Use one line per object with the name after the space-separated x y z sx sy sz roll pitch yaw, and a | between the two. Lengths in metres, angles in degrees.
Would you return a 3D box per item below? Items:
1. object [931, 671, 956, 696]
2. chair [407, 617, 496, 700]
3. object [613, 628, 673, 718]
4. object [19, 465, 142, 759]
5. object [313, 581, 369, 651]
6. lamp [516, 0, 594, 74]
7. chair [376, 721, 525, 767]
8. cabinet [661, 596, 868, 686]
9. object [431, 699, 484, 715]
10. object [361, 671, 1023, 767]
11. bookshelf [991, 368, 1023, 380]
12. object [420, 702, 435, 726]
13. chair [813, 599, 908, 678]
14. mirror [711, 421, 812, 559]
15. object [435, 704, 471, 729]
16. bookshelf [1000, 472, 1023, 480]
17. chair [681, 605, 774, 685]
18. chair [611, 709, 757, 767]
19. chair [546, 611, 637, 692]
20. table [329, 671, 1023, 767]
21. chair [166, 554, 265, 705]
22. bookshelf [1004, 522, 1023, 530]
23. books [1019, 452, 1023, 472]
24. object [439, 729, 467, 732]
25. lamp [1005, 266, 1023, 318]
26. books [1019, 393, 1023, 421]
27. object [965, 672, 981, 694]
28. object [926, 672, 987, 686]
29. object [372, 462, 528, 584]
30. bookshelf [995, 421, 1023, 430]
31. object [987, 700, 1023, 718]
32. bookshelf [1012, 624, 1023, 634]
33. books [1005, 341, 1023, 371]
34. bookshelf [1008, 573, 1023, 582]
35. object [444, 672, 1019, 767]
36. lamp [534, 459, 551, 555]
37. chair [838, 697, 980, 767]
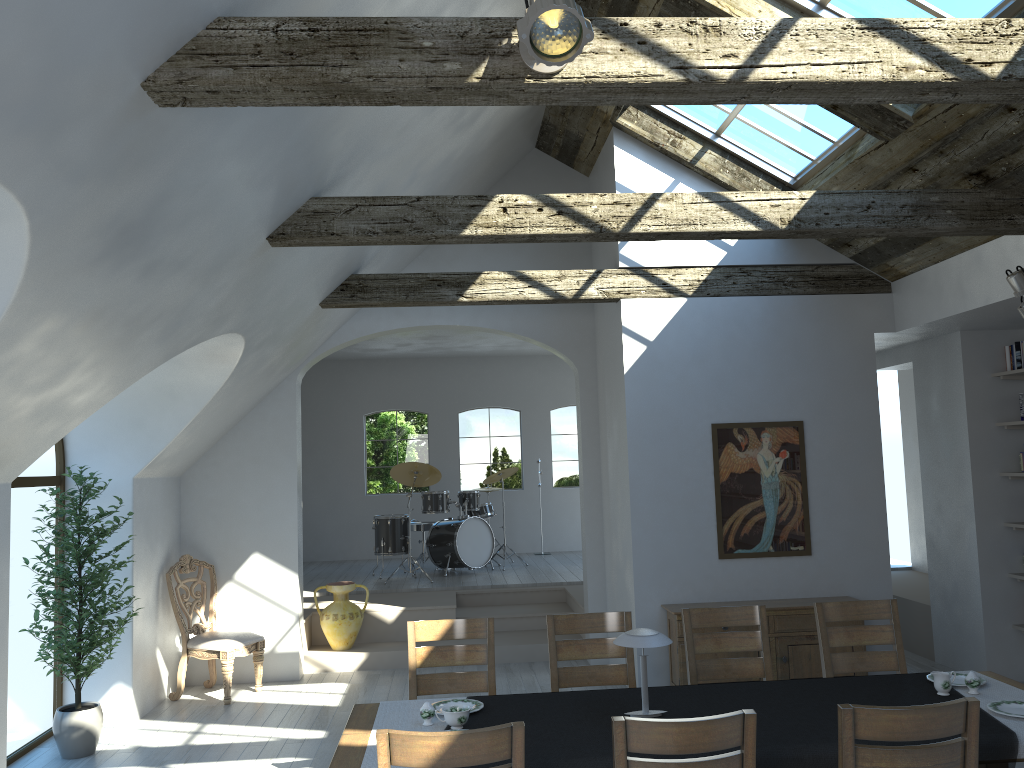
1.911 1.324 3.930 0.100 0.098 0.071 2 -6 -35 | object
-0.294 1.737 4.457 0.514 1.006 0.605 -2 -5 -4 | chair
0.559 1.220 3.753 0.251 0.362 0.251 -4 -5 19 | object
-2.897 1.502 5.969 0.718 1.920 0.737 -3 -5 15 | object
-1.596 2.174 8.306 0.396 0.605 0.402 -7 -7 42 | object
0.125 -1.145 2.819 0.233 0.311 0.354 -2 -5 -4 | lamp
-0.193 1.601 2.994 0.514 1.006 0.605 -2 -5 -4 | chair
1.898 2.005 6.625 1.481 0.714 0.383 -2 -5 -4 | cabinet
-0.250 1.438 3.934 0.250 0.017 0.253 -2 -5 -4 | object
0.853 1.434 3.761 2.872 0.077 1.050 -2 -5 -4 | object
4.281 -0.411 3.253 0.315 0.070 7.825 -2 -5 -4 | bookshelf
-0.355 1.385 3.735 0.064 0.092 0.064 -3 -5 14 | object
1.935 1.676 4.616 0.514 1.006 0.605 -2 -5 -4 | chair
1.943 0.821 6.911 0.736 1.047 0.009 -2 -5 -4 | mirror
-0.230 1.380 3.665 0.124 0.081 0.130 -6 -7 38 | object
4.308 0.376 3.181 0.315 0.070 7.825 -2 -5 -4 | bookshelf
1.192 1.696 4.563 0.514 1.006 0.605 -2 -5 -4 | chair
0.550 1.581 3.047 0.514 1.006 0.605 -2 -5 -4 | chair
0.449 1.717 4.510 0.514 1.006 0.605 -2 -5 -4 | chair
0.847 1.767 3.725 3.078 0.737 0.939 -2 -5 -4 | table
-2.466 2.005 7.379 0.655 1.159 0.552 -4 -6 21 | chair
4.321 0.769 3.146 0.315 0.070 7.825 -2 -5 -4 | bookshelf
4.107 0.569 6.883 0.209 0.220 0.278 -1 -5 -6 | books
-0.224 1.394 3.462 0.250 0.017 0.253 -2 -5 -4 | object
3.117 -0.574 5.330 0.265 0.386 0.235 -4 -5 17 | lamp
4.106 0.162 6.751 0.214 0.220 0.490 -2 -5 -4 | books
2.042 1.322 3.930 0.064 0.092 0.064 1 -6 -27 | object
2.062 1.376 4.116 0.250 0.017 0.253 -2 -5 -4 | object
-0.933 1.675 11.235 1.465 1.383 2.354 -6 -7 40 | object
4.294 -0.018 3.217 0.315 0.070 7.825 -2 -5 -4 | bookshelf
2.076 1.330 3.611 0.250 0.017 0.253 -2 -5 -4 | object
4.348 1.557 3.074 0.315 0.070 7.825 -2 -5 -4 | bookshelf
4.173 -0.341 5.677 0.242 0.237 2.981 -2 -5 -4 | books
4.334 1.163 3.110 0.315 0.070 7.825 -2 -5 -4 | bookshelf
0.859 1.507 3.757 2.456 0.227 1.073 -2 -5 -4 | object
0.416 1.776 12.916 0.232 1.383 0.238 -2 -5 -4 | lamp
1.293 1.560 3.100 0.514 1.006 0.605 -2 -5 -4 | chair
